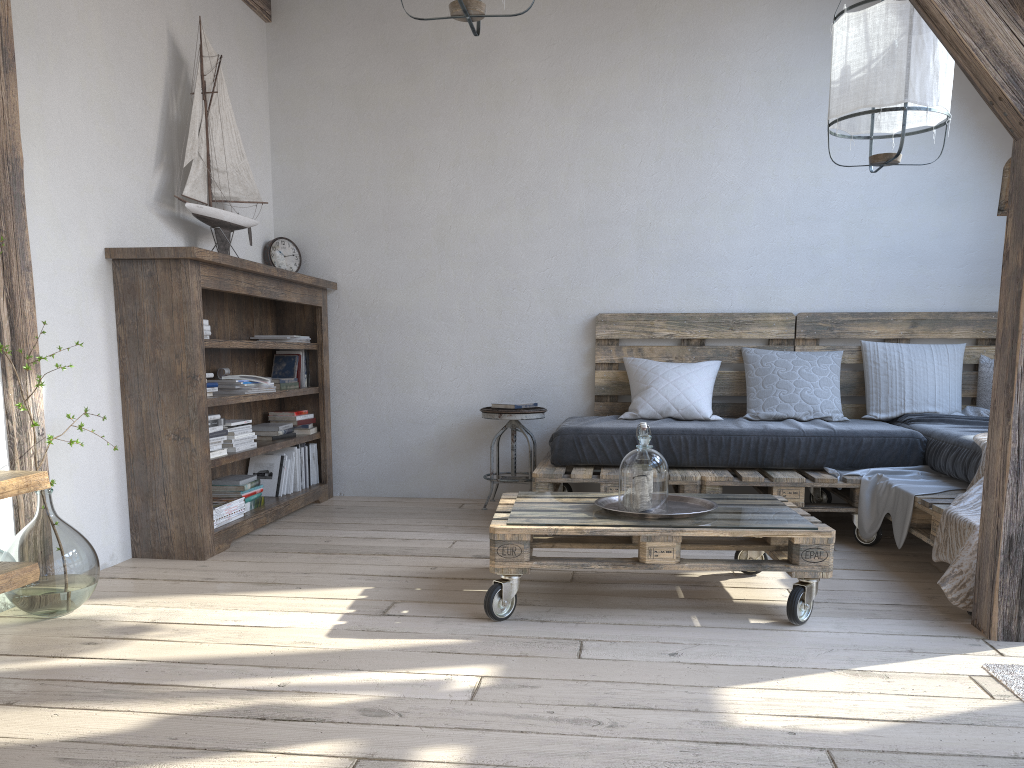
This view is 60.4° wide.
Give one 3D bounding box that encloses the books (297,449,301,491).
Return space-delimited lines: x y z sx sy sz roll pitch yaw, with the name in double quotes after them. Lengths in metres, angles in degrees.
-1.171 0.443 4.548 0.157 0.223 0.017 1 9 7 "books"

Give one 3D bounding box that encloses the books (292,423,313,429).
-1.169 0.223 4.666 0.204 0.021 0.148 0 2 -4 "books"

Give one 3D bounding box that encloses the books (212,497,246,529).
-1.289 0.536 3.694 0.238 0.089 0.313 0 2 7 "books"

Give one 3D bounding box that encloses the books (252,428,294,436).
-1.209 0.239 4.422 0.159 0.023 0.209 0 2 7 "books"

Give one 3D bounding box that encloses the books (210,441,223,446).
-1.300 0.244 3.586 0.157 0.017 0.217 0 2 7 "books"

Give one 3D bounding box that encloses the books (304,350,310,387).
-1.162 -0.086 4.749 0.136 0.204 0.020 1 9 6 "books"

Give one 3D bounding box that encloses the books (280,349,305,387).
-1.175 -0.085 4.710 0.135 0.204 0.020 1 9 6 "books"

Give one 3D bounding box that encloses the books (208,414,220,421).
-1.287 0.138 3.560 0.139 0.019 0.182 0 2 7 "books"

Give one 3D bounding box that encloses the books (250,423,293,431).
-1.209 0.216 4.421 0.152 0.024 0.225 0 2 3 "books"

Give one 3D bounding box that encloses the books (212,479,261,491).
-1.273 0.462 4.029 0.174 0.025 0.218 0 2 2 "books"

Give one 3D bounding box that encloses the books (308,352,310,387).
-1.167 -0.080 4.779 0.139 0.188 0.019 1 9 7 "books"

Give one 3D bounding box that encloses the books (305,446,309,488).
-1.157 0.439 4.657 0.157 0.223 0.017 1 9 7 "books"

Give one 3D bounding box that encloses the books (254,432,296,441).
-1.209 0.263 4.418 0.151 0.024 0.225 1 2 16 "books"

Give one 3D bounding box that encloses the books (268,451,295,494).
-1.188 0.449 4.453 0.157 0.215 0.089 1 8 7 "books"

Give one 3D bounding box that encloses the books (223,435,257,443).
-1.256 0.242 3.903 0.157 0.017 0.217 0 2 12 "books"

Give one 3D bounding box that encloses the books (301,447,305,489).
-1.168 0.440 4.618 0.158 0.223 0.021 1 9 7 "books"

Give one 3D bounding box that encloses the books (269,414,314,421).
-1.169 0.175 4.662 0.157 0.021 0.216 0 2 11 "books"

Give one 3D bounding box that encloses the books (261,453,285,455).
-1.227 0.453 4.413 0.157 0.209 0.106 1 7 7 "books"

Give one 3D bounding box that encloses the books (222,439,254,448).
-1.260 0.260 3.889 0.157 0.017 0.217 0 2 7 "books"

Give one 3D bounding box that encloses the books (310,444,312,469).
-1.164 0.436 4.762 0.158 0.223 0.021 1 9 7 "books"

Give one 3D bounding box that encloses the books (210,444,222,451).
-1.305 0.264 3.585 0.157 0.021 0.216 0 2 7 "books"

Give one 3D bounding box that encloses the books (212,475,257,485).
-1.268 0.439 4.032 0.132 0.021 0.197 0 2 6 "books"

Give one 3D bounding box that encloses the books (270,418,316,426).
-1.163 0.198 4.673 0.161 0.027 0.200 1 2 15 "books"

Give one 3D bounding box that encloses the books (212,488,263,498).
-1.259 0.499 4.025 0.157 0.021 0.222 0 2 8 "books"

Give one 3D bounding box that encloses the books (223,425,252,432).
-1.280 0.195 3.901 0.157 0.017 0.217 0 2 12 "books"

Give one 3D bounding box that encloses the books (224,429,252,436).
-1.253 0.213 3.892 0.139 0.019 0.182 0 2 7 "books"

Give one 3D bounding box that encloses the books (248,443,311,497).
-1.200 0.430 4.529 0.201 0.252 0.406 1 4 7 "books"

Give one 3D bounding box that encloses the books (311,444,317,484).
-1.144 0.435 4.782 0.158 0.223 0.021 1 9 7 "books"

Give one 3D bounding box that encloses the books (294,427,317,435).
-1.162 0.249 4.676 0.219 0.031 0.160 0 2 0 "books"

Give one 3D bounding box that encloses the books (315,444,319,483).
-1.139 0.434 4.809 0.157 0.224 0.035 1 9 7 "books"

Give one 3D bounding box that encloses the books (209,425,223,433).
-1.291 0.186 3.575 0.157 0.021 0.216 0 2 2 "books"

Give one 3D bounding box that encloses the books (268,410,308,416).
-1.188 0.153 4.677 0.143 0.020 0.199 0 2 7 "books"

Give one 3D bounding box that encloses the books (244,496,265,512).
-1.260 0.549 4.031 0.173 0.039 0.220 0 2 7 "books"

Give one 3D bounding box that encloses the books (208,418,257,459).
-1.291 0.218 3.741 0.206 0.153 0.542 1 2 7 "books"

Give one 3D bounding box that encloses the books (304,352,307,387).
-1.173 -0.078 4.731 0.139 0.188 0.019 1 9 7 "books"

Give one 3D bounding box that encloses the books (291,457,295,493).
-1.180 0.462 4.489 0.139 0.186 0.064 1 8 7 "books"

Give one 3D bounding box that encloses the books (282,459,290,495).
-1.193 0.468 4.423 0.139 0.178 0.093 1 7 7 "books"

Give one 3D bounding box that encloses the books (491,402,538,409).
0.013 0.110 4.536 0.149 0.021 0.203 2 2 36 "books"

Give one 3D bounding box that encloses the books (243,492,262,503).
-1.259 0.520 4.029 0.157 0.021 0.222 0 2 3 "books"

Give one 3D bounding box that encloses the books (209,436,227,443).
-1.286 0.227 3.572 0.157 0.017 0.217 0 2 12 "books"

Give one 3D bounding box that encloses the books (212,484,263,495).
-1.271 0.481 4.033 0.173 0.013 0.227 0 2 10 "books"

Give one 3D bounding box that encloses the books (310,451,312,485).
-1.148 0.453 4.742 0.139 0.188 0.018 1 9 7 "books"
